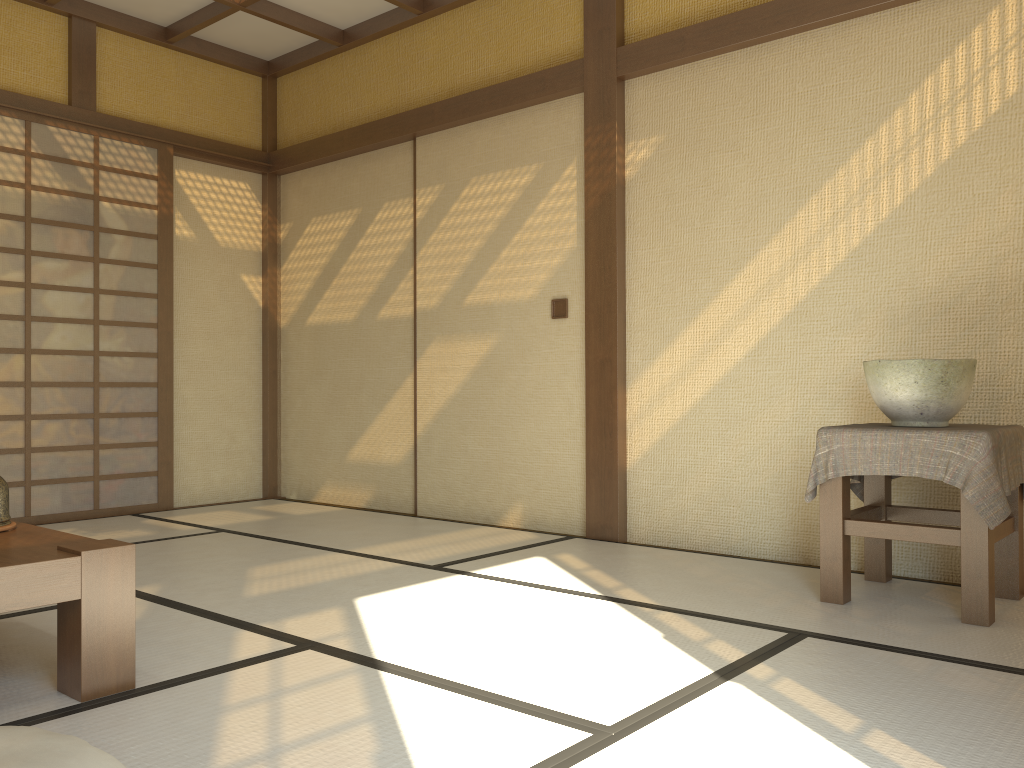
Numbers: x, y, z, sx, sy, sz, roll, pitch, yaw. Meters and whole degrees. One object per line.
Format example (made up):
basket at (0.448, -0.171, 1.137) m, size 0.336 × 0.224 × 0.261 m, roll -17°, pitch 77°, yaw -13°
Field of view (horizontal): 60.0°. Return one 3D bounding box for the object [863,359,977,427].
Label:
object at (1.395, 0.032, 3.037) m, size 0.357 × 0.230 × 0.358 m, roll 0°, pitch 0°, yaw 10°

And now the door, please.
door at (-2.580, -0.358, 4.978) m, size 0.076 × 2.265 × 1.230 m, roll -1°, pitch -1°, yaw 40°

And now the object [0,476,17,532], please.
object at (-1.484, 0.255, 2.434) m, size 0.226 × 0.296 × 0.219 m, roll -1°, pitch -1°, yaw 35°

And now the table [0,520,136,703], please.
table at (-1.618, 0.566, 2.093) m, size 1.000 × 0.350 × 1.000 m, roll -1°, pitch -1°, yaw 40°

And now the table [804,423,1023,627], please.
table at (1.404, 0.440, 3.044) m, size 0.629 × 0.595 × 0.633 m, roll -1°, pitch -1°, yaw 40°

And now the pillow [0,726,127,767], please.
pillow at (-0.977, 0.697, 1.520) m, size 0.486 × 0.107 × 0.496 m, roll -1°, pitch -1°, yaw 34°
